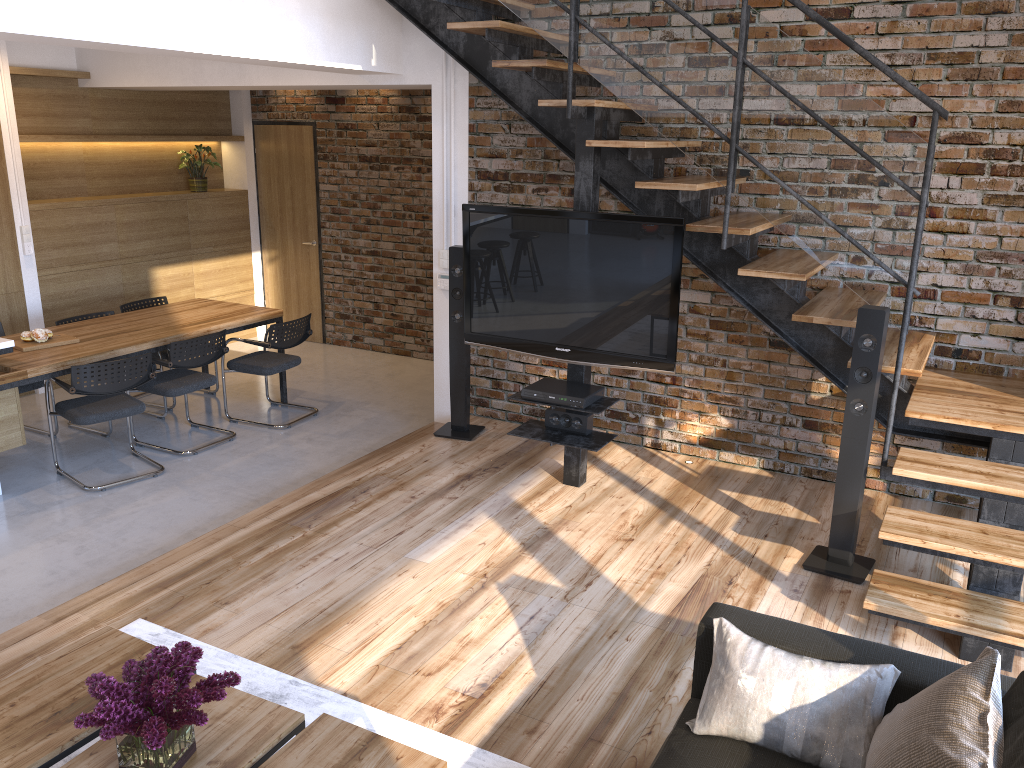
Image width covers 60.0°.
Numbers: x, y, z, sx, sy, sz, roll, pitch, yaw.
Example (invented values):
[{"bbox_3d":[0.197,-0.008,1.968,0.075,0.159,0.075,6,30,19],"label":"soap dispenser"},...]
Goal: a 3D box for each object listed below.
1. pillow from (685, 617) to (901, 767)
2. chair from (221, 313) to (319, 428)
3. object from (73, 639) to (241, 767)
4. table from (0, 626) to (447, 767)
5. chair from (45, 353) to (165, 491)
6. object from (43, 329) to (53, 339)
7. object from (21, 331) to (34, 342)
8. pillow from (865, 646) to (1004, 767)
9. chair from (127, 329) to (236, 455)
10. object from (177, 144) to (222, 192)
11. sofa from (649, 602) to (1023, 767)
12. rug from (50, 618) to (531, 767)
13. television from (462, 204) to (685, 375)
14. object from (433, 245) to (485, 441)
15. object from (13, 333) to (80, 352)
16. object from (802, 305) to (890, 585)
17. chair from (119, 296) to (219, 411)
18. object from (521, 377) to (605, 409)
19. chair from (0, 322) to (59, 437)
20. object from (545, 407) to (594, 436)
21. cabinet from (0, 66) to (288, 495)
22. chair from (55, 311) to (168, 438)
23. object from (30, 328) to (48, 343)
[{"bbox_3d":[0.718,0.824,2.299,0.498,0.267,0.211,10,19,27],"label":"pillow"},{"bbox_3d":[-1.778,-0.125,6.541,0.540,0.772,0.518,8,18,22],"label":"chair"},{"bbox_3d":[-0.885,0.787,2.172,0.374,0.344,0.340,10,19,28],"label":"object"},{"bbox_3d":[-0.901,1.112,2.297,1.297,0.351,0.695,9,18,27],"label":"table"},{"bbox_3d":[-2.493,0.181,5.427,0.539,0.772,0.518,16,22,41],"label":"chair"},{"bbox_3d":[-2.950,-0.313,5.588,0.099,0.065,0.093,-11,20,-36],"label":"object"},{"bbox_3d":[-3.011,-0.295,5.521,0.089,0.064,0.094,-6,18,-22],"label":"object"},{"bbox_3d":[0.944,0.845,2.000,0.265,0.384,0.607,10,18,27],"label":"pillow"},{"bbox_3d":[-2.236,0.020,6.004,0.539,0.772,0.518,10,19,27],"label":"chair"},{"bbox_3d":[-2.927,-2.014,8.335,0.389,0.477,0.343,-7,18,-26],"label":"object"},{"bbox_3d":[-0.572,1.130,1.626,2.995,0.703,3.034,9,18,27],"label":"sofa"},{"bbox_3d":[-0.940,1.276,2.360,2.111,0.003,1.631,9,18,27],"label":"rug"},{"bbox_3d":[0.291,-0.494,4.533,1.206,0.786,0.135,10,19,27],"label":"television"},{"bbox_3d":[-0.329,-0.262,5.589,0.271,1.211,0.270,6,18,17],"label":"object"},{"bbox_3d":[-2.937,-0.261,5.560,0.223,0.024,0.346,13,20,36],"label":"object"},{"bbox_3d":[1.510,0.258,3.895,0.270,1.211,0.270,12,20,31],"label":"object"},{"bbox_3d":[-2.679,-0.252,6.924,0.540,0.772,0.518,8,18,22],"label":"chair"},{"bbox_3d":[0.266,0.048,4.641,0.360,0.058,0.274,9,18,27],"label":"object"},{"bbox_3d":[-3.447,0.025,5.910,0.539,0.772,0.518,10,19,27],"label":"chair"},{"bbox_3d":[0.305,0.196,4.755,0.246,0.112,0.088,9,18,27],"label":"object"},{"bbox_3d":[-4.215,-0.713,4.618,2.471,2.884,9.086,10,18,27],"label":"cabinet"},{"bbox_3d":[-2.862,-0.086,6.333,0.539,0.772,0.518,10,19,27],"label":"chair"},{"bbox_3d":[-2.933,-0.300,5.505,0.086,0.087,0.097,11,19,30],"label":"object"}]
